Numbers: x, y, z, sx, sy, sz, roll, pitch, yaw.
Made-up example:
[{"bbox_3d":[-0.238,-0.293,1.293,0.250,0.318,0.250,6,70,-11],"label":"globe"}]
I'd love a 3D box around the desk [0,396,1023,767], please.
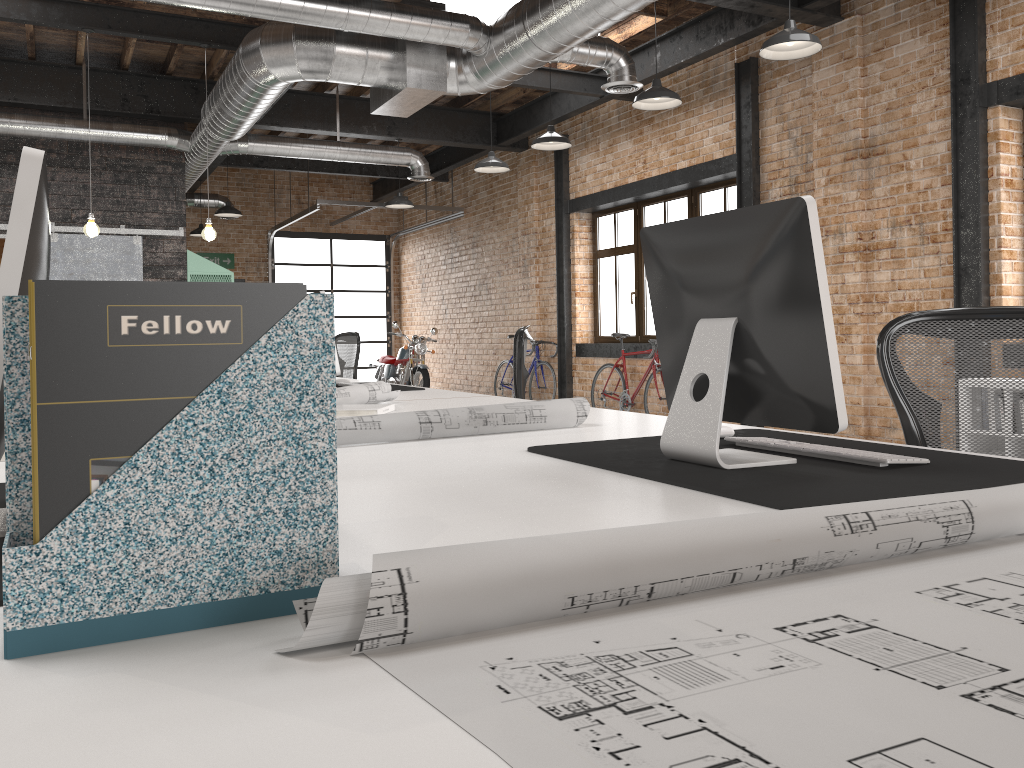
[{"bbox_3d":[0.078,0.586,1.013,2.313,0.769,5.113,-2,3,-27],"label":"desk"}]

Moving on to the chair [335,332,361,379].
[{"bbox_3d":[-1.534,0.114,7.284,0.770,1.085,0.793,0,2,41],"label":"chair"}]

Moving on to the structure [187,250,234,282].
[{"bbox_3d":[-3.783,-0.555,10.962,0.557,2.099,1.118,-1,1,-27],"label":"structure"}]

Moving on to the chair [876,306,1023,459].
[{"bbox_3d":[1.270,0.347,2.136,0.770,1.085,0.793,-1,1,-4],"label":"chair"}]

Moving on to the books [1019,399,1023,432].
[{"bbox_3d":[3.345,0.213,5.676,0.197,0.240,0.058,-2,1,-22],"label":"books"}]

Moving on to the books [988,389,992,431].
[{"bbox_3d":[3.271,0.165,5.894,0.265,0.314,0.025,-2,0,-22],"label":"books"}]

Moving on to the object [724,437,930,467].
[{"bbox_3d":[0.623,0.133,1.806,0.118,0.017,0.439,-3,3,-27],"label":"object"}]

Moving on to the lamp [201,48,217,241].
[{"bbox_3d":[-2.640,-2.078,7.675,0.123,1.678,0.123,-1,0,-29],"label":"lamp"}]

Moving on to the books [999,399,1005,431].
[{"bbox_3d":[3.263,0.208,5.791,0.162,0.240,0.054,-1,1,-22],"label":"books"}]

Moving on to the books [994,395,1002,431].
[{"bbox_3d":[3.256,0.196,5.821,0.182,0.262,0.056,-1,1,-22],"label":"books"}]

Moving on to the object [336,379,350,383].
[{"bbox_3d":[-0.938,-0.013,4.851,0.106,0.028,0.059,-3,3,-28],"label":"object"}]

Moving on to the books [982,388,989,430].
[{"bbox_3d":[3.252,0.155,5.920,0.249,0.333,0.060,-1,0,-22],"label":"books"}]

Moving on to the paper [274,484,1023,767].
[{"bbox_3d":[0.475,0.182,0.536,0.976,0.105,1.076,-3,4,-30],"label":"paper"}]

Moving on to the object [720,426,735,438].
[{"bbox_3d":[0.479,0.113,2.100,0.106,0.028,0.059,-3,3,-28],"label":"object"}]

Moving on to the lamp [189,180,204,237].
[{"bbox_3d":[-4.933,-3.023,14.032,0.362,1.338,0.362,-1,1,40],"label":"lamp"}]

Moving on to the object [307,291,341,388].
[{"bbox_3d":[-1.008,-0.218,4.477,0.190,0.485,0.484,-1,2,-27],"label":"object"}]

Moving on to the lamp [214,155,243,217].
[{"bbox_3d":[-3.802,-2.922,11.836,0.362,1.338,0.362,-1,1,40],"label":"lamp"}]

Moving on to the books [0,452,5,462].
[{"bbox_3d":[-1.166,0.140,2.075,0.200,0.050,0.272,-3,3,-30],"label":"books"}]

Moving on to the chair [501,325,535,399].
[{"bbox_3d":[-0.152,0.223,4.865,0.792,1.085,0.771,-1,1,-19],"label":"chair"}]

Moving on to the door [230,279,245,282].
[{"bbox_3d":[-5.118,-0.770,15.319,0.998,2.099,0.218,-1,0,-27],"label":"door"}]

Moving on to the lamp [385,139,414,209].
[{"bbox_3d":[-1.441,-2.692,11.307,0.362,0.856,0.362,0,1,40],"label":"lamp"}]

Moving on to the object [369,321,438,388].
[{"bbox_3d":[-1.679,-0.296,13.732,0.814,1.359,2.177,-2,2,-39],"label":"object"}]

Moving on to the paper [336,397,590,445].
[{"bbox_3d":[-0.270,0.103,2.206,1.135,0.082,0.083,-3,2,-33],"label":"paper"}]

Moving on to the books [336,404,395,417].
[{"bbox_3d":[-0.529,0.090,3.040,0.200,0.024,0.235,-1,3,6],"label":"books"}]

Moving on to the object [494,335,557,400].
[{"bbox_3d":[0.147,-0.146,11.920,0.402,1.039,1.738,-1,2,-33],"label":"object"}]

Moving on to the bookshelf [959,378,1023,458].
[{"bbox_3d":[3.540,0.333,5.363,0.400,0.684,1.545,-1,3,-27],"label":"bookshelf"}]

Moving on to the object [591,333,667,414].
[{"bbox_3d":[1.330,-0.041,9.623,0.402,1.039,1.738,-1,2,-33],"label":"object"}]

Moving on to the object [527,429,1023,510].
[{"bbox_3d":[0.517,0.149,1.772,0.687,0.008,0.849,-3,3,-27],"label":"object"}]

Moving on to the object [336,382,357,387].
[{"bbox_3d":[-0.794,0.007,4.557,0.118,0.017,0.439,-3,3,-27],"label":"object"}]

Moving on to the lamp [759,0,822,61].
[{"bbox_3d":[1.653,-2.671,5.292,0.362,1.362,0.362,-1,1,35],"label":"lamp"}]

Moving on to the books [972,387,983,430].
[{"bbox_3d":[3.231,0.143,5.979,0.259,0.351,0.065,-1,0,-22],"label":"books"}]

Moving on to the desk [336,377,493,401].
[{"bbox_3d":[-2.266,0.378,5.563,2.313,0.769,5.113,-2,3,-27],"label":"desk"}]

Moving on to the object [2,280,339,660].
[{"bbox_3d":[-0.326,0.062,0.852,0.281,0.312,0.150,-2,1,-27],"label":"object"}]

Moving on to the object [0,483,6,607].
[{"bbox_3d":[-0.779,0.202,1.206,0.687,0.008,0.849,-2,3,-26],"label":"object"}]

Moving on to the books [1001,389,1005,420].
[{"bbox_3d":[3.309,0.150,5.793,0.258,0.354,0.049,-1,0,-22],"label":"books"}]

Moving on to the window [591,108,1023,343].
[{"bbox_3d":[2.991,-1.172,7.397,0.147,1.690,8.639,-1,3,-27],"label":"window"}]

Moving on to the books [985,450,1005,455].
[{"bbox_3d":[3.236,0.476,5.852,0.214,0.051,0.252,-2,3,-27],"label":"books"}]

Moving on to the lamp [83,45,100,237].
[{"bbox_3d":[-3.458,-2.041,7.254,0.123,1.678,0.123,-1,0,-29],"label":"lamp"}]

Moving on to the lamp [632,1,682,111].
[{"bbox_3d":[1.052,-2.471,6.469,0.362,0.856,0.362,-1,1,-5],"label":"lamp"}]

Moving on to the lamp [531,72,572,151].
[{"bbox_3d":[0.337,-2.787,7.846,0.362,1.362,0.362,-1,0,-20],"label":"lamp"}]

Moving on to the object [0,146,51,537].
[{"bbox_3d":[-0.674,-0.048,1.247,0.190,0.485,0.484,-1,2,-27],"label":"object"}]

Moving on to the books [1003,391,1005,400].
[{"bbox_3d":[3.321,0.152,5.773,0.259,0.352,0.070,-1,0,-22],"label":"books"}]

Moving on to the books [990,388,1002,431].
[{"bbox_3d":[3.280,0.171,5.873,0.259,0.305,0.040,-2,0,-22],"label":"books"}]

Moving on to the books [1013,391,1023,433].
[{"bbox_3d":[3.335,0.152,5.746,0.272,0.354,0.063,-2,0,-22],"label":"books"}]

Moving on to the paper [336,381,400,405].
[{"bbox_3d":[-1.127,0.057,3.330,1.075,0.105,0.977,1,3,27],"label":"paper"}]

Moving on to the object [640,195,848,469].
[{"bbox_3d":[0.409,-0.092,1.726,0.190,0.485,0.484,-1,2,-27],"label":"object"}]

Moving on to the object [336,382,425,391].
[{"bbox_3d":[-0.909,0.023,4.540,0.687,0.008,0.849,-3,4,-27],"label":"object"}]

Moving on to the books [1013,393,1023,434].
[{"bbox_3d":[3.332,0.190,5.709,0.222,0.283,0.061,-2,1,-22],"label":"books"}]

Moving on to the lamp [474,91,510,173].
[{"bbox_3d":[-0.210,-2.583,8.919,0.362,0.856,0.362,-1,1,-10],"label":"lamp"}]
